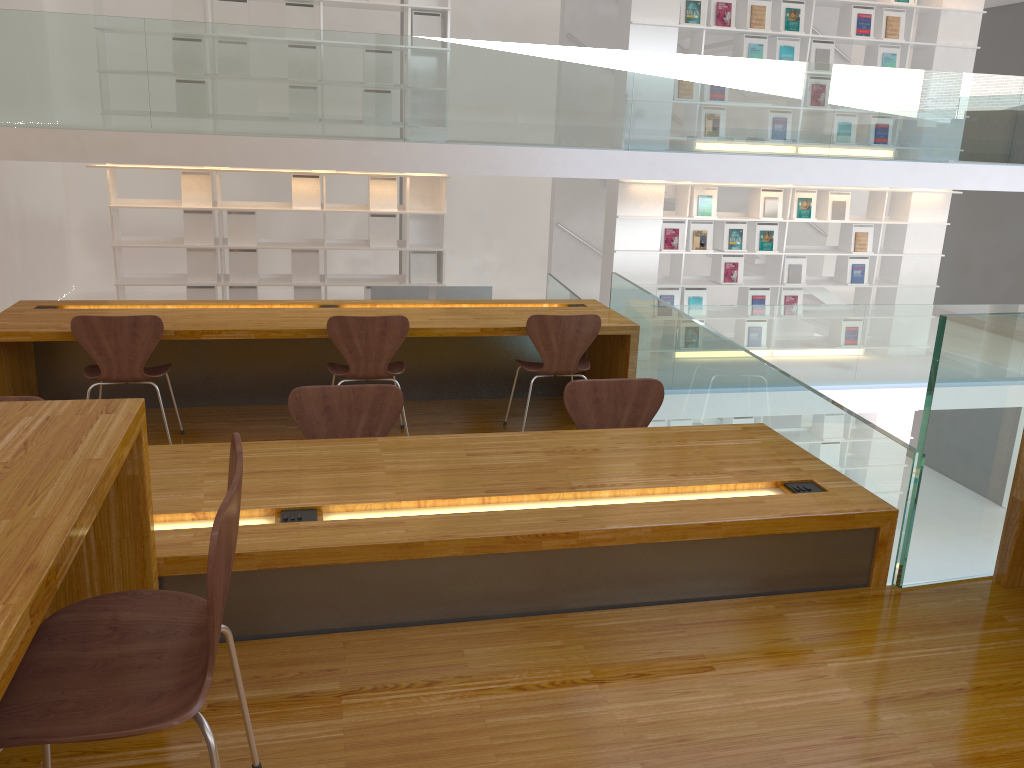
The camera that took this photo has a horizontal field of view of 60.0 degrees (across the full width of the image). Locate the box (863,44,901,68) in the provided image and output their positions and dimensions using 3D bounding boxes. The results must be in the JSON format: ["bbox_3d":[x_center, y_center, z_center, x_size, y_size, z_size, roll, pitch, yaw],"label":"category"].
[{"bbox_3d":[3.666,-3.189,8.767,0.245,0.296,0.274,-1,16,-13],"label":"box"}]

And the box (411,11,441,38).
[{"bbox_3d":[-0.760,-3.100,7.792,0.245,0.296,0.274,-1,16,-13],"label":"box"}]

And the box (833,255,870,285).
[{"bbox_3d":[3.584,-1.206,9.323,0.245,0.296,0.274,-1,16,-13],"label":"box"}]

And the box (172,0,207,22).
[{"bbox_3d":[-2.671,-3.054,7.344,0.245,0.296,0.274,-1,16,-13],"label":"box"}]

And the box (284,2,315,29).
[{"bbox_3d":[-1.805,-3.075,7.547,0.245,0.296,0.274,-1,16,-13],"label":"box"}]

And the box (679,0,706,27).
[{"bbox_3d":[1.639,-3.457,8.200,0.245,0.296,0.274,-1,16,-13],"label":"box"}]

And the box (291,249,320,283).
[{"bbox_3d":[-1.888,-1.093,8.103,0.245,0.296,0.274,-1,16,-13],"label":"box"}]

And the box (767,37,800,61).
[{"bbox_3d":[2.602,-3.163,8.517,0.245,0.296,0.274,-1,16,-13],"label":"box"}]

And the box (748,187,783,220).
[{"bbox_3d":[2.557,-1.813,8.899,0.245,0.296,0.274,-1,16,-13],"label":"box"}]

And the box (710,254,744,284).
[{"bbox_3d":[2.193,-1.180,8.995,0.245,0.296,0.274,-1,16,-13],"label":"box"}]

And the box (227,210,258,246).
[{"bbox_3d":[-2.398,-1.395,7.892,0.245,0.296,0.274,-1,16,-13],"label":"box"}]

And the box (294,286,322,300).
[{"bbox_3d":[-1.887,-0.777,8.195,0.245,0.296,0.274,-1,16,-13],"label":"box"}]

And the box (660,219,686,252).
[{"bbox_3d":[1.557,-1.474,8.756,0.245,0.296,0.274,-1,16,-13],"label":"box"}]

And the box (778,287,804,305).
[{"bbox_3d":[2.871,-0.873,9.248,0.245,0.296,0.274,-1,16,-13],"label":"box"}]

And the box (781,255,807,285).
[{"bbox_3d":[2.879,-1.189,9.158,0.245,0.296,0.274,-1,16,-13],"label":"box"}]

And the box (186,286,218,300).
[{"bbox_3d":[-2.786,-0.755,7.984,0.245,0.296,0.274,-1,16,-13],"label":"box"}]

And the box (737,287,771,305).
[{"bbox_3d":[2.506,-0.864,9.162,0.245,0.296,0.274,-1,16,-13],"label":"box"}]

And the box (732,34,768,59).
[{"bbox_3d":[2.272,-3.156,8.440,0.245,0.296,0.274,-1,16,-13],"label":"box"}]

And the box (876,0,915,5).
[{"bbox_3d":[3.739,-3.823,8.600,0.245,0.296,0.274,-1,16,-13],"label":"box"}]

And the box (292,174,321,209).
[{"bbox_3d":[-1.840,-1.725,7.928,0.245,0.296,0.274,-1,16,-13],"label":"box"}]

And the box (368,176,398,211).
[{"bbox_3d":[-1.180,-1.741,8.085,0.245,0.296,0.274,-1,16,-13],"label":"box"}]

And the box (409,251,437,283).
[{"bbox_3d":[-0.842,-1.118,8.348,0.245,0.296,0.274,-1,16,-13],"label":"box"}]

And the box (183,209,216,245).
[{"bbox_3d":[-2.750,-1.388,7.809,0.245,0.296,0.274,-1,16,-13],"label":"box"}]

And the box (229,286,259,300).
[{"bbox_3d":[-2.438,-0.763,8.066,0.245,0.296,0.274,-1,16,-13],"label":"box"}]

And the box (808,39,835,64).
[{"bbox_3d":[2.962,-3.172,8.602,0.245,0.296,0.274,-1,16,-13],"label":"box"}]

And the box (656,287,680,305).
[{"bbox_3d":[1.534,-0.841,8.934,0.245,0.296,0.274,-1,16,-13],"label":"box"}]

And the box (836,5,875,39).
[{"bbox_3d":[3.347,-3.500,8.599,0.245,0.296,0.274,-1,16,-13],"label":"box"}]

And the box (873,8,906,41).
[{"bbox_3d":[3.678,-3.505,8.678,0.245,0.296,0.274,-1,16,-13],"label":"box"}]

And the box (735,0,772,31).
[{"bbox_3d":[2.284,-3.471,8.351,0.245,0.296,0.274,-1,16,-13],"label":"box"}]

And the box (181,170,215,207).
[{"bbox_3d":[-2.737,-1.703,7.721,0.245,0.296,0.274,-1,16,-13],"label":"box"}]

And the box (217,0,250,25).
[{"bbox_3d":[-2.329,-3.063,7.424,0.245,0.296,0.274,-1,16,-13],"label":"box"}]

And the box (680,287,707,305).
[{"bbox_3d":[1.822,-0.848,9.002,0.245,0.296,0.274,-1,16,-13],"label":"box"}]

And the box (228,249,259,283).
[{"bbox_3d":[-2.411,-1.080,7.980,0.245,0.296,0.274,-1,16,-13],"label":"box"}]

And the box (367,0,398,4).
[{"bbox_3d":[-1.112,-3.408,7.617,0.245,0.296,0.274,-1,16,-13],"label":"box"}]

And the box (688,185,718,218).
[{"bbox_3d":[1.866,-1.797,8.737,0.245,0.296,0.274,-1,16,-13],"label":"box"}]

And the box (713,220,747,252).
[{"bbox_3d":[2.201,-1.496,8.905,0.245,0.296,0.274,-1,16,-13],"label":"box"}]

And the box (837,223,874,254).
[{"bbox_3d":[3.595,-1.522,9.234,0.245,0.296,0.274,-1,16,-13],"label":"box"}]

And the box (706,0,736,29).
[{"bbox_3d":[1.932,-3.466,8.281,0.245,0.296,0.274,-1,16,-13],"label":"box"}]

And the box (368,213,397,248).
[{"bbox_3d":[-1.195,-1.425,8.173,0.245,0.296,0.274,-1,16,-13],"label":"box"}]

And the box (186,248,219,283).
[{"bbox_3d":[-2.754,-1.072,7.900,0.245,0.296,0.274,-1,16,-13],"label":"box"}]

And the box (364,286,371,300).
[{"bbox_3d":[-1.259,-0.792,8.342,0.245,0.296,0.274,-1,16,-13],"label":"box"}]

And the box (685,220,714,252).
[{"bbox_3d":[1.850,-1.484,8.837,0.245,0.296,0.274,-1,16,-13],"label":"box"}]

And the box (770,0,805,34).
[{"bbox_3d":[2.620,-3.480,8.430,0.245,0.296,0.274,-1,16,-13],"label":"box"}]

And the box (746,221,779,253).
[{"bbox_3d":[2.537,-1.497,8.986,0.245,0.296,0.274,-1,16,-13],"label":"box"}]
